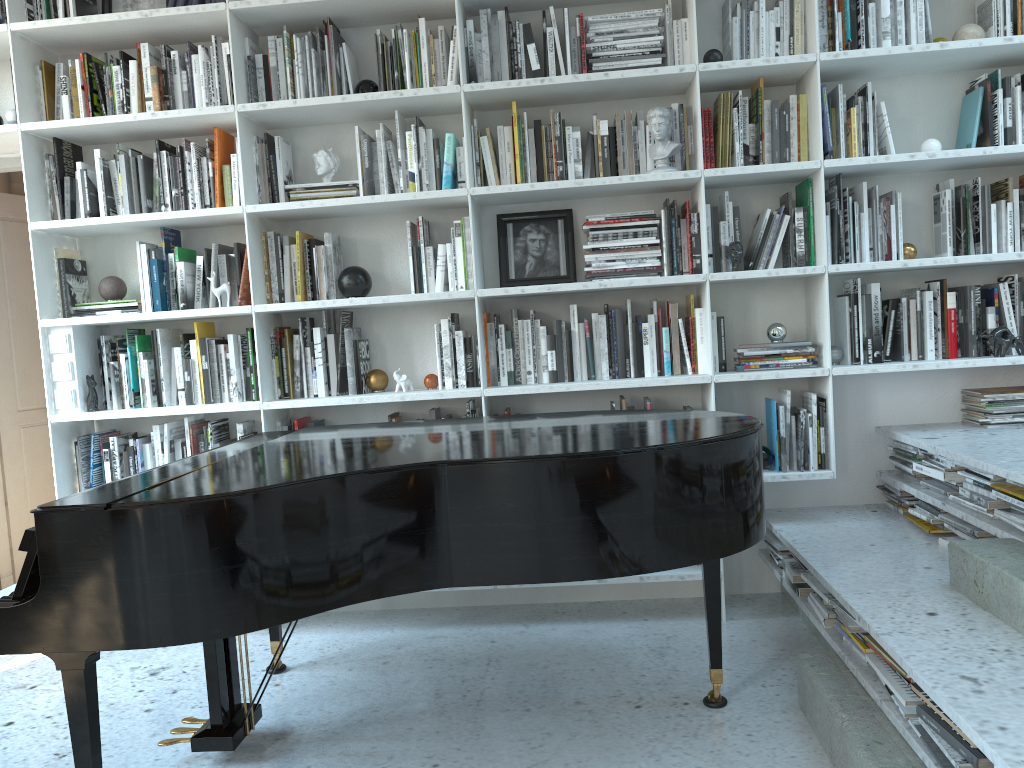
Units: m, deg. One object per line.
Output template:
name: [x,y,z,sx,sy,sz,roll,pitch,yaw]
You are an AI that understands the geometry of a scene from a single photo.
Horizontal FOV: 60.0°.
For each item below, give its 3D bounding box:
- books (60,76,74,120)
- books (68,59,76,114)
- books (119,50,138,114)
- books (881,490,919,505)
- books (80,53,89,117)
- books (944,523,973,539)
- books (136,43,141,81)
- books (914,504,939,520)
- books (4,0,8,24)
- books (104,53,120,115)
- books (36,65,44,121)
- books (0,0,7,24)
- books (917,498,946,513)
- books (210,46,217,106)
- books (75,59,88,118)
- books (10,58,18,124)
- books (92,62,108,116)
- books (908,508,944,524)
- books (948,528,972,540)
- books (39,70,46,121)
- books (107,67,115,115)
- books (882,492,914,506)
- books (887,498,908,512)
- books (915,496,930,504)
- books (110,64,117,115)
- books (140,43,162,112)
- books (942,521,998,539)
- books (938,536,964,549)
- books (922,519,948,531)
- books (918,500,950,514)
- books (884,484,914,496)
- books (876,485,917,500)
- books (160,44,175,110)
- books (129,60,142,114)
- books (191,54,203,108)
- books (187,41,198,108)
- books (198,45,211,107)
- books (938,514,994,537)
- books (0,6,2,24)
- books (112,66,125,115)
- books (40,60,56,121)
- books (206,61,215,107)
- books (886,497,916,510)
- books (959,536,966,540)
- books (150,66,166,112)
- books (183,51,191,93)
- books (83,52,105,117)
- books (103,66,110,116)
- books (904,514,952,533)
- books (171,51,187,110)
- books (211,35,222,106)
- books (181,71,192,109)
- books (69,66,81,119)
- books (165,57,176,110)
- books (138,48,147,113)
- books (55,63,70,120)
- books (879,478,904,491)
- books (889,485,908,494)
books: [-1.716,-1.094,3.503,0.026,0.195,0.175,-3,4,5]
books: [-1.698,-1.129,3.515,0.010,0.263,0.150,-3,4,5]
books: [-1.485,-1.147,3.495,0.014,0.273,0.180,-3,4,5]
books: [1.531,0.421,3.364,0.159,0.012,0.278,-4,3,4]
books: [-1.641,-1.142,3.507,0.020,0.281,0.164,-3,4,5]
books: [1.478,0.457,2.746,0.156,0.017,0.263,-4,3,1]
books: [-1.425,-1.167,3.497,0.014,0.304,0.151,-3,4,5]
books: [1.507,0.437,3.054,0.159,0.009,0.228,-3,3,6]
books: [-1.944,-1.444,3.509,0.026,0.188,0.154,-3,4,5]
books: [-1.554,-1.146,3.508,0.012,0.277,0.150,-3,4,5]
books: [-1.830,-1.118,3.534,0.012,0.254,0.160,-3,4,5]
books: [-1.971,-1.447,3.525,0.029,0.196,0.146,-3,4,5]
books: [1.506,0.410,3.052,0.144,0.009,0.249,-3,3,9]
books: [-1.130,-1.166,3.480,0.024,0.266,0.155,-3,4,5]
books: [-1.656,-1.127,3.506,0.014,0.253,0.187,-3,4,5]
books: [-1.927,-1.126,3.529,0.012,0.285,0.159,-3,4,5]
books: [-1.595,-1.129,3.511,0.047,0.250,0.134,-3,4,5]
books: [1.495,0.450,3.055,0.180,0.017,0.182,-4,3,2]
books: [1.484,0.471,2.746,0.161,0.012,0.254,-3,3,6]
books: [-1.813,-1.107,3.525,0.022,0.233,0.151,-3,4,5]
books: [-1.540,-1.116,3.497,0.014,0.218,0.164,-3,4,5]
books: [1.528,0.433,3.365,0.170,0.012,0.215,-3,3,5]
books: [1.531,0.455,3.366,0.144,0.005,0.257,-3,3,10]
books: [1.508,0.398,3.051,0.149,0.014,0.228,-4,3,3]
books: [-1.527,-1.123,3.502,0.011,0.229,0.170,-3,4,5]
books: [-1.382,-1.159,3.470,0.030,0.286,0.185,-3,4,5]
books: [1.473,0.445,2.745,0.178,0.009,0.276,-3,3,6]
books: [1.466,0.507,2.750,0.189,0.028,0.202,-4,3,0]
books: [1.508,0.465,3.056,0.160,0.014,0.267,-4,3,4]
books: [1.513,0.423,3.052,0.137,0.018,0.200,-4,3,1]
books: [1.524,0.399,3.363,0.159,0.009,0.210,-3,3,9]
books: [1.517,0.407,3.364,0.184,0.006,0.262,-3,3,6]
books: [-1.323,-1.164,3.489,0.025,0.286,0.161,-3,4,5]
books: [-1.454,-1.132,3.498,0.047,0.238,0.162,-3,4,5]
books: [-1.193,-1.144,3.465,0.030,0.231,0.172,-3,4,5]
books: [-1.215,-1.167,3.469,0.012,0.281,0.188,-3,4,5]
books: [-1.168,-1.161,3.461,0.022,0.263,0.174,-3,4,5]
books: [1.467,0.432,2.745,0.181,0.017,0.249,-4,3,2]
books: [-2.003,-1.460,3.498,0.029,0.229,0.191,-3,4,5]
books: [-1.506,-1.118,3.494,0.031,0.217,0.173,-3,4,5]
books: [-1.798,-1.123,3.514,0.012,0.263,0.180,-3,4,5]
books: [-1.147,-1.135,3.474,0.013,0.206,0.172,-3,4,5]
books: [1.540,0.445,3.365,0.147,0.014,0.292,-3,3,5]
books: [1.491,0.484,2.747,0.138,0.015,0.214,-3,3,9]
books: [-1.350,-1.116,3.467,0.029,0.195,0.191,-3,4,5]
books: [-1.236,-1.157,3.489,0.035,0.261,0.131,-3,4,5]
books: [-1.626,-1.140,3.496,0.011,0.277,0.164,-3,4,5]
books: [-1.565,-1.122,3.514,0.012,0.231,0.149,-3,4,5]
books: [1.491,0.477,3.058,0.187,0.009,0.260,-3,3,8]
books: [-1.283,-1.154,3.490,0.029,0.261,0.157,-3,4,5]
books: [-1.115,-1.178,3.449,0.012,0.291,0.182,-3,4,5]
books: [-1.256,-1.118,3.489,0.022,0.186,0.136,-3,4,5]
books: [-1.677,-1.114,3.510,0.030,0.230,0.172,-3,4,5]
books: [-1.304,-1.138,3.478,0.013,0.232,0.171,-3,4,5]
books: [-1.407,-1.151,3.478,0.023,0.271,0.186,-3,4,5]
books: [-1.760,-1.124,3.528,0.062,0.258,0.152,-3,4,5]
books: [1.518,0.375,3.361,0.174,0.009,0.239,-3,3,7]
books: [1.525,0.387,3.362,0.152,0.015,0.207,-3,3,10]
